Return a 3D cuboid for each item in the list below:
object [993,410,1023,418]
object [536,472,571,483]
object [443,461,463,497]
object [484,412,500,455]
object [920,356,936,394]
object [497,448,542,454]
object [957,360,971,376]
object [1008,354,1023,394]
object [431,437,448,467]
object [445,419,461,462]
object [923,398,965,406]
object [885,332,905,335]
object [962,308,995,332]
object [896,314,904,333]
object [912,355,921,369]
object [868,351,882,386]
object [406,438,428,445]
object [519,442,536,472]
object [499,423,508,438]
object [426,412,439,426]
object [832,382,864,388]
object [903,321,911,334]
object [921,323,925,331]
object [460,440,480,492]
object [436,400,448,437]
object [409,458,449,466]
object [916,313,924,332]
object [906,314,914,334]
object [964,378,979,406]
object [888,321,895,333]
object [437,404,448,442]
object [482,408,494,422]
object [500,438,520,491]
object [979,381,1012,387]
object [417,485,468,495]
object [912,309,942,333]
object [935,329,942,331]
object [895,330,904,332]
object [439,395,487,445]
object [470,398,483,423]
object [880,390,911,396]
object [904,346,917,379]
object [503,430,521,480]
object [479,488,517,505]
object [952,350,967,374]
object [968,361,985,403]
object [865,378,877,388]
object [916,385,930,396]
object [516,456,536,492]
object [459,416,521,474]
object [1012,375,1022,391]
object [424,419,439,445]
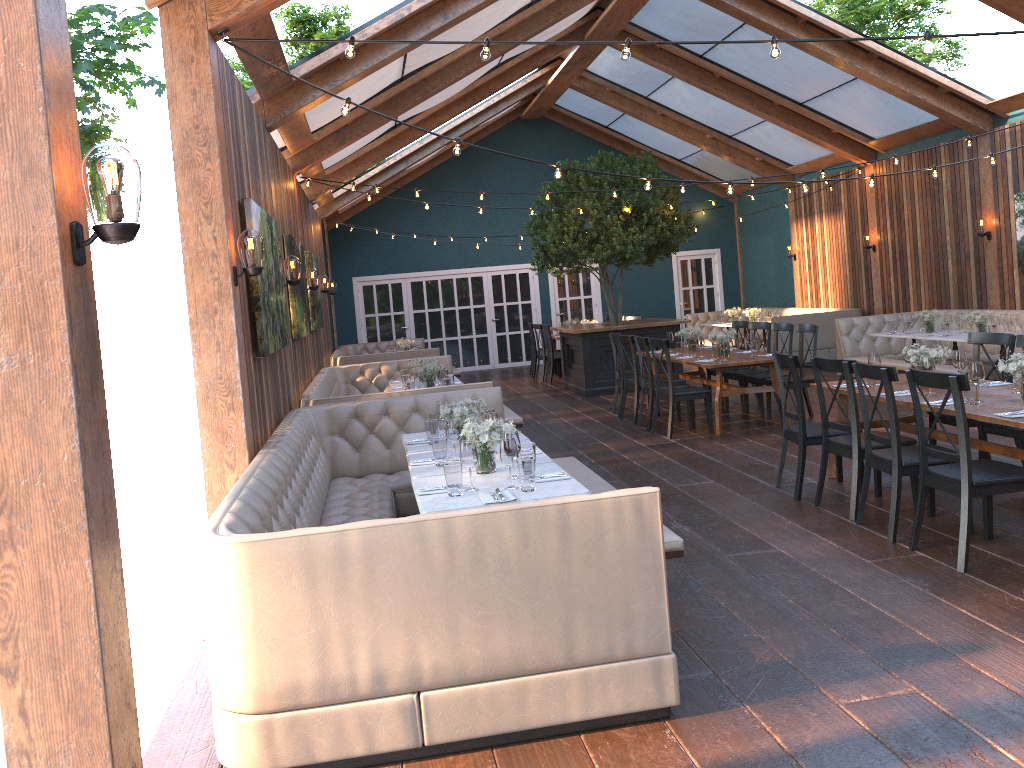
[{"bbox_3d":[2.779,0.156,4.821,0.255,0.019,0.158,-6,6,-9],"label":"object"},{"bbox_3d":[0.162,0.470,4.468,0.255,0.019,0.158,-6,6,-9],"label":"object"},{"bbox_3d":[-0.279,0.458,4.258,0.092,0.158,0.092,-6,3,-22],"label":"object"},{"bbox_3d":[-0.116,0.296,5.277,0.092,0.244,0.093,-3,3,34],"label":"object"},{"bbox_3d":[2.751,-0.059,5.845,0.092,0.244,0.093,-3,3,34],"label":"object"},{"bbox_3d":[0.043,0.403,5.209,0.255,0.019,0.158,-6,6,-9],"label":"object"},{"bbox_3d":[3.137,-0.080,6.137,0.091,0.158,0.092,-4,3,18],"label":"object"},{"bbox_3d":[3.157,-0.062,5.535,0.092,0.244,0.093,-3,3,34],"label":"object"},{"bbox_3d":[-0.408,0.387,5.044,0.092,0.158,0.092,-6,3,-22],"label":"object"},{"bbox_3d":[-0.336,0.330,5.120,0.092,0.244,0.093,-3,3,34],"label":"object"},{"bbox_3d":[2.656,0.107,5.398,0.255,0.019,0.158,-6,6,-9],"label":"object"},{"bbox_3d":[4.969,-0.655,11.420,0.255,0.019,0.158,-6,6,-9],"label":"object"},{"bbox_3d":[5.406,-0.712,10.218,0.336,0.308,0.330,-4,4,8],"label":"object"},{"bbox_3d":[5.083,-0.795,11.585,0.092,0.244,0.092,-3,3,39],"label":"object"},{"bbox_3d":[3.076,-0.136,6.725,0.091,0.158,0.092,-3,3,28],"label":"object"},{"bbox_3d":[2.643,-0.114,6.441,0.092,0.244,0.092,-3,3,39],"label":"object"},{"bbox_3d":[-0.590,0.377,5.960,0.255,0.019,0.158,-6,6,-9],"label":"object"},{"bbox_3d":[0.083,0.391,4.615,0.092,0.158,0.092,-6,3,-22],"label":"object"},{"bbox_3d":[-0.036,0.324,5.356,0.092,0.158,0.092,-6,3,-22],"label":"object"},{"bbox_3d":[-0.550,0.279,6.204,0.092,0.158,0.092,-6,3,-22],"label":"object"},{"bbox_3d":[2.504,0.004,6.509,0.255,0.019,0.158,-6,6,-9],"label":"object"},{"bbox_3d":[5.036,-0.715,11.268,0.092,0.158,0.092,-6,3,-22],"label":"object"},{"bbox_3d":[5.397,-0.780,11.606,0.092,0.158,0.092,-6,3,-22],"label":"object"},{"bbox_3d":[-0.207,0.401,4.334,0.092,0.244,0.093,-3,3,34],"label":"object"},{"bbox_3d":[-0.476,0.238,6.126,0.092,0.244,0.092,-3,3,39],"label":"object"},{"bbox_3d":[-0.476,0.447,5.196,0.255,0.019,0.158,-6,6,-9],"label":"object"},{"bbox_3d":[5.317,-0.808,11.527,0.092,0.244,0.092,-3,3,39],"label":"object"},{"bbox_3d":[5.109,-0.772,11.344,0.092,0.244,0.092,-3,3,39],"label":"object"},{"bbox_3d":[2.724,0.047,5.246,0.091,0.158,0.092,-4,3,18],"label":"object"},{"bbox_3d":[5.009,-0.753,11.663,0.092,0.158,0.092,-6,3,-22],"label":"object"},{"bbox_3d":[-0.450,0.260,5.885,0.092,0.244,0.092,-3,3,39],"label":"object"},{"bbox_3d":[-0.163,0.252,6.147,0.092,0.158,0.092,-6,3,-22],"label":"object"},{"bbox_3d":[-0.010,0.388,4.301,0.092,0.244,0.093,-3,3,34],"label":"object"},{"bbox_3d":[3.231,-0.002,5.987,0.255,0.019,0.158,-6,6,-9],"label":"object"},{"bbox_3d":[-0.347,0.518,4.410,0.255,0.019,0.158,-6,6,-9],"label":"object"},{"bbox_3d":[5.253,-0.798,11.165,0.336,0.308,0.330,-5,4,3],"label":"object"},{"bbox_3d":[5.476,-0.701,11.459,0.255,0.019,0.158,-6,6,-9],"label":"object"},{"bbox_3d":[5.164,-0.704,11.739,0.157,0.019,0.256,-6,6,-8],"label":"object"},{"bbox_3d":[-0.314,0.235,5.702,0.328,0.308,0.338,-4,4,13],"label":"object"},{"bbox_3d":[-0.242,0.224,6.067,0.092,0.244,0.092,-3,3,39],"label":"object"},{"bbox_3d":[2.611,0.058,5.921,0.255,0.019,0.158,-6,6,-9],"label":"object"},{"bbox_3d":[2.987,-0.161,6.625,0.092,0.244,0.092,-3,3,39],"label":"object"},{"bbox_3d":[0.003,0.363,4.536,0.092,0.244,0.093,-3,3,34],"label":"object"},{"bbox_3d":[-0.072,0.522,4.155,0.157,0.019,0.256,-6,6,-8],"label":"object"},{"bbox_3d":[3.059,-0.107,6.039,0.092,0.244,0.093,-3,3,34],"label":"object"},{"bbox_3d":[2.796,-0.010,5.322,0.092,0.244,0.093,-3,3,34],"label":"object"},{"bbox_3d":[2.574,-0.055,6.347,0.091,0.158,0.092,-2,4,38],"label":"object"},{"bbox_3d":[2.679,-0.002,5.769,0.091,0.158,0.092,-4,3,18],"label":"object"},{"bbox_3d":[0.071,0.432,4.226,0.092,0.158,0.092,-6,3,-22],"label":"object"},{"bbox_3d":[-0.143,0.319,4.765,0.330,0.308,0.336,-8,5,-34],"label":"object"},{"bbox_3d":[3.234,-0.035,5.629,0.091,0.158,0.092,-4,3,18],"label":"object"},{"bbox_3d":[-0.523,0.318,5.809,0.092,0.158,0.092,-6,3,-22],"label":"object"}]
